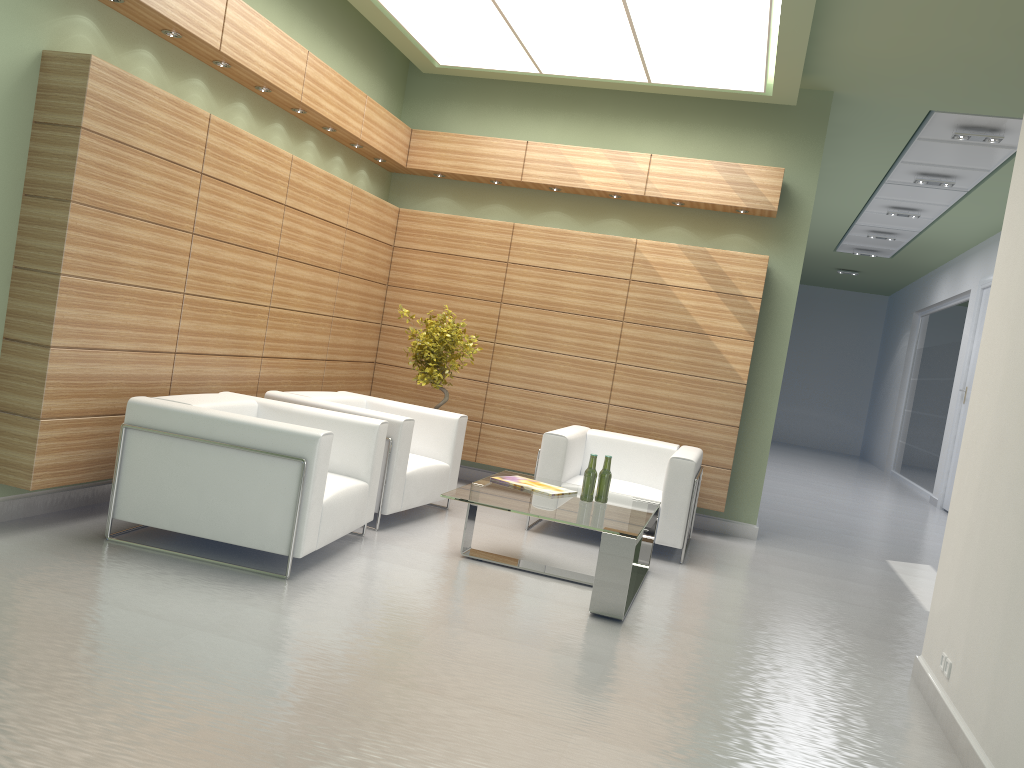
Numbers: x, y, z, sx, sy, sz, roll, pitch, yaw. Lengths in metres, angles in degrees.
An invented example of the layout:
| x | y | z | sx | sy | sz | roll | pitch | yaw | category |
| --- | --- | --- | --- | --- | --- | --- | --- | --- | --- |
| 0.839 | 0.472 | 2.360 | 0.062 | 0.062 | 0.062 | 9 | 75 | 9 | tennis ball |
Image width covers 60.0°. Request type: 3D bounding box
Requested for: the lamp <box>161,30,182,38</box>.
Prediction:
| x | y | z | sx | sy | sz | roll | pitch | yaw | category |
| --- | --- | --- | --- | --- | --- | --- | --- | --- | --- |
| -3.148 | -3.269 | 8.216 | 0.181 | 0.074 | 0.181 | 9 | 3 | -2 | lamp |

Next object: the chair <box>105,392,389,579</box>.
| x | y | z | sx | sy | sz | roll | pitch | yaw | category |
| --- | --- | --- | --- | --- | --- | --- | --- | --- | --- |
| -2.335 | 0.841 | 8.241 | 1.802 | 1.234 | 1.894 | 10 | 3 | 9 | chair |

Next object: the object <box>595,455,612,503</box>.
| x | y | z | sx | sy | sz | roll | pitch | yaw | category |
| --- | --- | --- | --- | --- | --- | --- | --- | --- | --- |
| 0.929 | 0.952 | 8.886 | 0.131 | 0.475 | 0.131 | 8 | 3 | -21 | object |

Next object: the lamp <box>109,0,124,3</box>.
| x | y | z | sx | sy | sz | roll | pitch | yaw | category |
| --- | --- | --- | --- | --- | --- | --- | --- | --- | --- |
| -3.349 | -3.266 | 7.445 | 0.181 | 0.074 | 0.181 | 9 | 3 | -14 | lamp |

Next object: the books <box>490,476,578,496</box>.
| x | y | z | sx | sy | sz | roll | pitch | yaw | category |
| --- | --- | --- | --- | --- | --- | --- | --- | --- | --- |
| 0.226 | 1.051 | 9.174 | 0.762 | 0.025 | 0.508 | 11 | 3 | 34 | books |

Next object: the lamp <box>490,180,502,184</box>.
| x | y | z | sx | sy | sz | roll | pitch | yaw | category |
| --- | --- | --- | --- | --- | --- | --- | --- | --- | --- |
| -0.234 | -3.022 | 13.163 | 0.181 | 0.074 | 0.181 | 10 | 3 | 9 | lamp |

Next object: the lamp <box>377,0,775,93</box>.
| x | y | z | sx | sy | sz | roll | pitch | yaw | category |
| --- | --- | --- | --- | --- | --- | --- | --- | --- | --- |
| 0.524 | -4.345 | 9.725 | 4.571 | 0.325 | 5.060 | 10 | 3 | 14 | lamp |

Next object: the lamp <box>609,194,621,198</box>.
| x | y | z | sx | sy | sz | roll | pitch | yaw | category |
| --- | --- | --- | --- | --- | --- | --- | --- | --- | --- |
| 1.483 | -2.718 | 12.714 | 0.181 | 0.074 | 0.181 | 10 | 3 | 9 | lamp |

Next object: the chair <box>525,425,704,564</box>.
| x | y | z | sx | sy | sz | roll | pitch | yaw | category |
| --- | --- | --- | --- | --- | --- | --- | --- | --- | --- |
| 1.358 | 1.311 | 11.170 | 1.894 | 1.234 | 1.802 | 10 | 3 | 14 | chair |

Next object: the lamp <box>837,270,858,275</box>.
| x | y | z | sx | sy | sz | roll | pitch | yaw | category |
| --- | --- | --- | --- | --- | --- | --- | --- | --- | --- |
| 11.100 | -3.722 | 29.324 | 0.657 | 0.159 | 0.286 | 10 | 3 | 14 | lamp |

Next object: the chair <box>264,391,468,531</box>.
| x | y | z | sx | sy | sz | roll | pitch | yaw | category |
| --- | --- | --- | --- | --- | --- | --- | --- | --- | --- |
| -1.730 | 0.834 | 10.486 | 1.769 | 1.234 | 1.894 | 10 | 3 | 19 | chair |

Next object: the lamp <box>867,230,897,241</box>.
| x | y | z | sx | sy | sz | roll | pitch | yaw | category |
| --- | --- | --- | --- | --- | --- | --- | --- | --- | --- |
| 9.197 | -3.693 | 22.057 | 0.657 | 0.159 | 0.286 | 10 | 3 | 14 | lamp |

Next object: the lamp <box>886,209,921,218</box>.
| x | y | z | sx | sy | sz | roll | pitch | yaw | category |
| --- | --- | --- | --- | --- | --- | --- | --- | --- | --- |
| 8.403 | -3.681 | 19.026 | 0.657 | 0.159 | 0.286 | 10 | 3 | 14 | lamp |

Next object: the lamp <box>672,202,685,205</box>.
| x | y | z | sx | sy | sz | roll | pitch | yaw | category |
| --- | --- | --- | --- | --- | --- | --- | --- | --- | --- |
| 2.345 | -2.566 | 12.489 | 0.181 | 0.074 | 0.181 | 8 | 3 | -25 | lamp |

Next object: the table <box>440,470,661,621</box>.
| x | y | z | sx | sy | sz | roll | pitch | yaw | category |
| --- | --- | --- | --- | --- | --- | --- | --- | --- | --- |
| 0.425 | 1.494 | 8.761 | 1.783 | 0.742 | 2.197 | 10 | 3 | 14 | table |

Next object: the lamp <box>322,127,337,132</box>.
| x | y | z | sx | sy | sz | roll | pitch | yaw | category |
| --- | --- | --- | --- | --- | --- | --- | --- | --- | --- |
| -2.330 | -3.282 | 11.338 | 0.181 | 0.074 | 0.181 | 9 | 3 | -2 | lamp |

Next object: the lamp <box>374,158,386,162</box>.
| x | y | z | sx | sy | sz | roll | pitch | yaw | category |
| --- | --- | --- | --- | --- | --- | --- | --- | --- | --- |
| -1.917 | -3.288 | 12.913 | 0.181 | 0.074 | 0.181 | 9 | 3 | -2 | lamp |

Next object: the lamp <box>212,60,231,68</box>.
| x | y | z | sx | sy | sz | roll | pitch | yaw | category |
| --- | --- | --- | --- | --- | --- | --- | --- | --- | --- |
| -2.942 | -3.272 | 9.002 | 0.181 | 0.074 | 0.181 | 9 | 3 | -2 | lamp |

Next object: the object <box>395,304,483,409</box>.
| x | y | z | sx | sy | sz | roll | pitch | yaw | category |
| --- | --- | --- | --- | --- | --- | --- | --- | --- | --- |
| -1.166 | 0.171 | 12.025 | 1.201 | 2.565 | 1.116 | 9 | 3 | -17 | object |

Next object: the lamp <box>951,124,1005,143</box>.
| x | y | z | sx | sy | sz | roll | pitch | yaw | category |
| --- | --- | --- | --- | --- | --- | --- | --- | --- | --- |
| 6.822 | -3.656 | 12.989 | 0.657 | 0.159 | 0.286 | 10 | 3 | 14 | lamp |

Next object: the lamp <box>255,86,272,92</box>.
| x | y | z | sx | sy | sz | roll | pitch | yaw | category |
| --- | --- | --- | --- | --- | --- | --- | --- | --- | --- |
| -2.739 | -3.275 | 9.778 | 0.181 | 0.074 | 0.181 | 9 | 3 | -14 | lamp |

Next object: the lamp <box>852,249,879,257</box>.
| x | y | z | sx | sy | sz | roll | pitch | yaw | category |
| --- | --- | --- | --- | --- | --- | --- | --- | --- | --- |
| 9.969 | -3.705 | 25.005 | 0.657 | 0.159 | 0.286 | 10 | 3 | 14 | lamp |

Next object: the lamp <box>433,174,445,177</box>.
| x | y | z | sx | sy | sz | roll | pitch | yaw | category |
| --- | --- | --- | --- | --- | --- | --- | --- | --- | --- |
| -1.091 | -3.174 | 13.387 | 0.181 | 0.074 | 0.181 | 10 | 3 | 9 | lamp |

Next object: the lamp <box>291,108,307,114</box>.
| x | y | z | sx | sy | sz | roll | pitch | yaw | category |
| --- | --- | --- | --- | --- | --- | --- | --- | --- | --- |
| -2.532 | -3.279 | 10.565 | 0.181 | 0.074 | 0.181 | 9 | 3 | -2 | lamp |

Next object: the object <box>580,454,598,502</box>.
| x | y | z | sx | sy | sz | roll | pitch | yaw | category |
| --- | --- | --- | --- | --- | --- | --- | --- | --- | --- |
| 0.775 | 0.931 | 8.801 | 0.131 | 0.475 | 0.131 | 8 | 3 | -21 | object |

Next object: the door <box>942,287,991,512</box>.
| x | y | z | sx | sy | sz | roll | pitch | yaw | category |
| --- | --- | --- | --- | --- | --- | --- | --- | --- | --- |
| 10.041 | 0.346 | 19.306 | 0.250 | 5.083 | 2.089 | 10 | 3 | 14 | door |

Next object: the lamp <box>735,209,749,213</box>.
| x | y | z | sx | sy | sz | roll | pitch | yaw | category |
| --- | --- | --- | --- | --- | --- | --- | --- | --- | --- |
| 3.189 | -2.416 | 12.269 | 0.181 | 0.074 | 0.181 | 10 | 3 | 9 | lamp |

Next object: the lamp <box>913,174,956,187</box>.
| x | y | z | sx | sy | sz | roll | pitch | yaw | category |
| --- | --- | --- | --- | --- | --- | --- | --- | --- | --- |
| 7.596 | -3.668 | 15.941 | 0.657 | 0.159 | 0.286 | 10 | 3 | 14 | lamp |

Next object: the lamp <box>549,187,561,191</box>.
| x | y | z | sx | sy | sz | roll | pitch | yaw | category |
| --- | --- | --- | --- | --- | --- | --- | --- | --- | --- |
| 0.634 | -2.869 | 12.936 | 0.181 | 0.074 | 0.181 | 8 | 3 | -25 | lamp |

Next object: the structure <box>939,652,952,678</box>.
| x | y | z | sx | sy | sz | roll | pitch | yaw | category |
| --- | --- | --- | --- | --- | --- | --- | --- | --- | --- |
| 3.204 | 2.075 | 6.551 | 0.017 | 0.118 | 0.262 | 10 | 3 | 14 | structure |

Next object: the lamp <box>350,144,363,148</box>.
| x | y | z | sx | sy | sz | roll | pitch | yaw | category |
| --- | --- | --- | --- | --- | --- | --- | --- | --- | --- |
| -2.122 | -3.285 | 12.132 | 0.181 | 0.074 | 0.181 | 9 | 3 | -14 | lamp |
